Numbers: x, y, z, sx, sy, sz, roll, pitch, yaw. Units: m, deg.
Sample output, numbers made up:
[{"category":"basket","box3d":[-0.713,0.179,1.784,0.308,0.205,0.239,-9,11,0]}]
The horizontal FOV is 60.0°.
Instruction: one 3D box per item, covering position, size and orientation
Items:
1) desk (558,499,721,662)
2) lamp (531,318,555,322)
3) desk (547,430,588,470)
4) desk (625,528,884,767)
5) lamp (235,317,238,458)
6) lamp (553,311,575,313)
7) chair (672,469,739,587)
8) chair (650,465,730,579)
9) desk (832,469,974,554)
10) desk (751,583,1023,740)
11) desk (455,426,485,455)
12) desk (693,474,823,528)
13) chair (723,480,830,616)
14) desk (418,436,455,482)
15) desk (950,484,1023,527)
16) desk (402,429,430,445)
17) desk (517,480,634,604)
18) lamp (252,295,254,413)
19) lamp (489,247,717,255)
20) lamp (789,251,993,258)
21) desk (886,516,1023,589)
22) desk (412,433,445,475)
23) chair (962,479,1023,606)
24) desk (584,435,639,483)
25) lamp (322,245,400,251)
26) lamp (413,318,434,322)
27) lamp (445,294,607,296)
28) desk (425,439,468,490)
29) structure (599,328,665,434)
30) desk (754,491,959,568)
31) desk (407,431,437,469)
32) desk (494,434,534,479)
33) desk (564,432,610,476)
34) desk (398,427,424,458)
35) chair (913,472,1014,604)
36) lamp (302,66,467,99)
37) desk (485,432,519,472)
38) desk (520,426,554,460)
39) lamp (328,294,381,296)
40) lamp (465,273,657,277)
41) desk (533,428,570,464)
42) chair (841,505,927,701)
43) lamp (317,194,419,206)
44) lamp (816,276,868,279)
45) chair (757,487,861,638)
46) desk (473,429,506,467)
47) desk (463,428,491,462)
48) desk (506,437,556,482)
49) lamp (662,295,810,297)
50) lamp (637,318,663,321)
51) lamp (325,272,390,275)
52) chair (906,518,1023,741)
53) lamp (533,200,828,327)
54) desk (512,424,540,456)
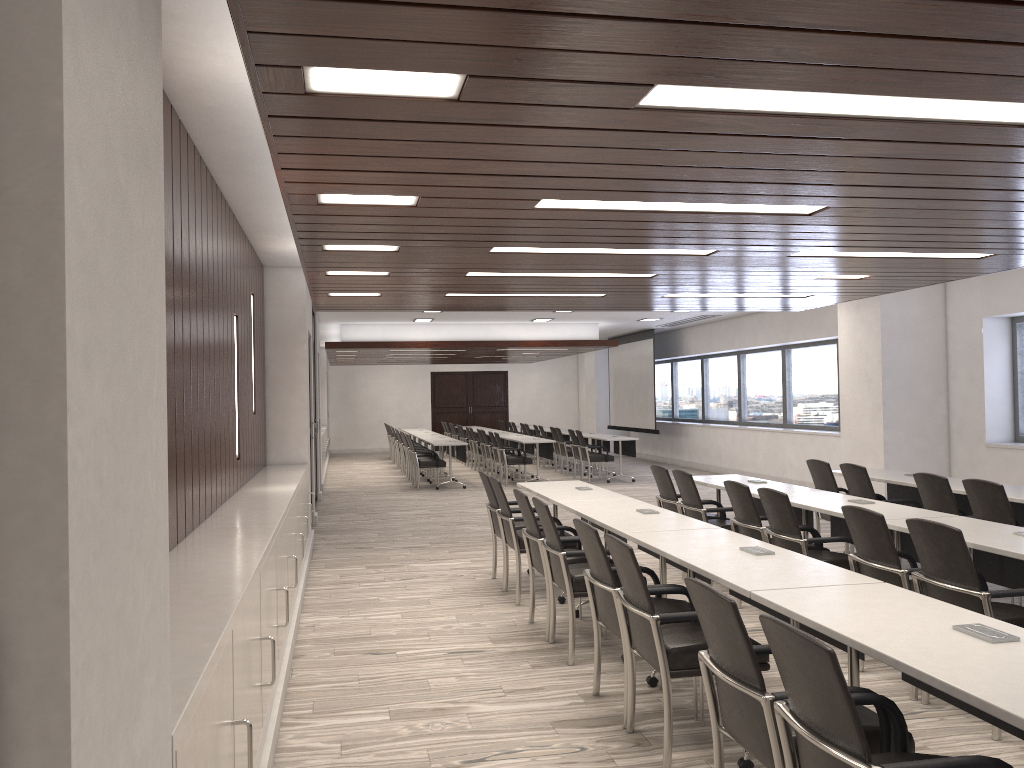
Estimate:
[{"category":"desk","box3d":[0.765,1.216,5.691,0.577,0.795,1.509,-1,-1,-11]},{"category":"lamp","box3d":[0.547,-1.204,15.943,0.324,0.120,0.519,-1,-1,-11]},{"category":"desk","box3d":[1.221,1.408,19.162,0.577,0.795,1.509,-1,-1,-11]},{"category":"desk","box3d":[1.056,1.188,4.194,0.577,0.795,1.509,-1,-1,-11]},{"category":"lamp","box3d":[-2.090,0.023,6.547,0.094,1.058,0.236,-1,-1,-11]},{"category":"lamp","box3d":[0.873,-1.235,14.263,0.324,0.120,0.519,-1,-1,-11]},{"category":"chair","box3d":[1.648,1.148,7.147,0.638,0.939,0.513,-1,-1,-12]},{"category":"chair","box3d":[1.550,1.158,7.665,0.638,0.939,0.513,-1,-1,-12]},{"category":"desk","box3d":[3.435,1.195,7.762,0.577,0.795,1.509,-1,-1,-11]},{"category":"desk","box3d":[1.346,1.160,2.699,0.577,0.795,1.509,-1,-1,-11]},{"category":"desk","box3d":[-1.120,1.516,23.363,0.577,0.795,1.509,-1,-1,-11]},{"category":"desk","box3d":[1.966,1.219,7.476,0.577,0.795,1.509,-1,-1,-11]},{"category":"chair","box3d":[1.833,1.130,6.161,0.638,0.939,0.513,-1,-1,-11]},{"category":"desk","box3d":[-1.451,1.429,17.101,0.577,0.795,1.509,-1,-1,-11]},{"category":"desk","box3d":[3.726,1.167,6.267,0.577,0.795,1.509,-1,-1,-11]},{"category":"desk","box3d":[-2.321,1.513,21.578,0.577,0.795,1.509,-1,-1,-11]},{"category":"desk","box3d":[0.475,1.244,7.186,0.577,0.795,1.509,-1,-1,-11]},{"category":"lamp","box3d":[-2.348,-0.271,7.847,0.094,1.058,0.236,-1,-1,-11]},{"category":"lamp","box3d":[0.597,-0.880,5.711,1.496,0.045,0.236,-1,-1,-11]},{"category":"lamp","box3d":[2.619,-0.914,6.104,1.496,0.045,0.236,-1,-1,-11]},{"category":"desk","box3d":[2.547,1.163,4.484,0.577,0.795,1.509,-1,-1,-11]},{"category":"desk","box3d":[-1.739,1.457,18.586,0.577,0.795,1.509,-1,-1,-11]},{"category":"chair","box3d":[3.416,1.096,5.944,0.638,0.939,0.513,-1,-1,-11]},{"category":"desk","box3d":[1.800,1.352,16.182,0.577,0.795,1.509,-1,-1,-11]},{"category":"lamp","box3d":[-0.920,-0.855,5.415,0.464,0.045,0.236,-1,-1,-11]},{"category":"lamp","box3d":[-1.552,-1.169,15.535,0.324,0.120,0.519,-1,-1,-11]},{"category":"lamp","box3d":[0.136,-0.836,8.086,1.496,0.045,0.236,-1,-1,-11]},{"category":"desk","box3d":[-1.161,1.401,15.606,0.577,0.795,1.509,-1,-1,-11]},{"category":"structure","box3d":[2.696,-0.085,20.223,0.438,2.329,3.550,-1,-1,-11]},{"category":"desk","box3d":[2.256,1.191,5.981,0.577,0.795,1.509,-1,-1,-11]},{"category":"desk","box3d":[-2.030,1.485,20.081,0.577,0.795,1.509,-1,-1,-11]},{"category":"desk","box3d":[0.040,1.405,17.391,0.577,0.795,1.509,-1,-1,-11]},{"category":"desk","box3d":[1.509,1.380,17.677,0.577,0.795,1.509,-1,-1,-11]},{"category":"desk","box3d":[-2.611,1.541,23.073,0.577,0.795,1.509,-1,-1,-11]},{"category":"chair","box3d":[3.311,1.106,6.457,0.638,0.939,0.513,-1,-1,-11]},{"category":"lamp","box3d":[-0.375,-0.908,2.608,0.464,0.045,0.236,-1,-1,-11]},{"category":"desk","box3d":[-0.248,1.432,18.876,0.577,0.795,1.509,-1,-1,-11]},{"category":"desk","box3d":[0.640,1.464,22.154,0.577,0.795,1.509,-1,-1,-11]},{"category":"lamp","box3d":[-1.382,-0.811,7.791,0.464,0.045,0.236,-1,-1,-11]},{"category":"lamp","box3d":[0.387,-0.860,6.790,1.496,0.045,0.236,-1,-1,-11]},{"category":"desk","box3d":[0.931,1.436,20.657,0.577,0.795,1.509,-1,-1,-11]},{"category":"chair","box3d":[2.118,1.102,4.678,0.638,0.939,0.513,-1,-1,-10]},{"category":"lamp","box3d":[-0.669,-0.880,4.120,0.464,0.045,0.236,-1,-1,-11]},{"category":"lamp","box3d":[2.707,-0.899,7.242,0.421,0.046,0.236,-1,-1,-11]},{"category":"chair","box3d":[1.931,1.120,5.647,0.638,0.939,0.513,-1,-1,-12]},{"category":"desk","box3d":[-0.539,1.460,20.371,0.577,0.795,1.509,-1,-1,-11]},{"category":"desk","box3d":[-0.830,1.489,21.868,0.577,0.795,1.509,-1,-1,-11]},{"category":"desk","box3d":[0.330,1.377,15.896,0.577,0.795,1.509,-1,-1,-11]},{"category":"lamp","box3d":[2.158,-0.869,8.479,1.496,0.045,0.236,-1,-1,-11]},{"category":"lamp","box3d":[2.541,-1.237,16.331,0.324,0.120,0.519,-1,-1,-11]},{"category":"lamp","box3d":[-1.130,-0.835,6.495,0.464,0.045,0.236,-1,-1,-11]},{"category":"chair","box3d":[2.238,1.092,4.162,0.638,0.939,0.513,-1,-1,-12]},{"category":"lamp","box3d":[2.216,-1.086,11.028,1.469,0.552,14.295,-1,-1,12]},{"category":"desk","box3d":[0.350,1.492,23.649,0.577,0.795,1.509,-1,-1,-11]}]
